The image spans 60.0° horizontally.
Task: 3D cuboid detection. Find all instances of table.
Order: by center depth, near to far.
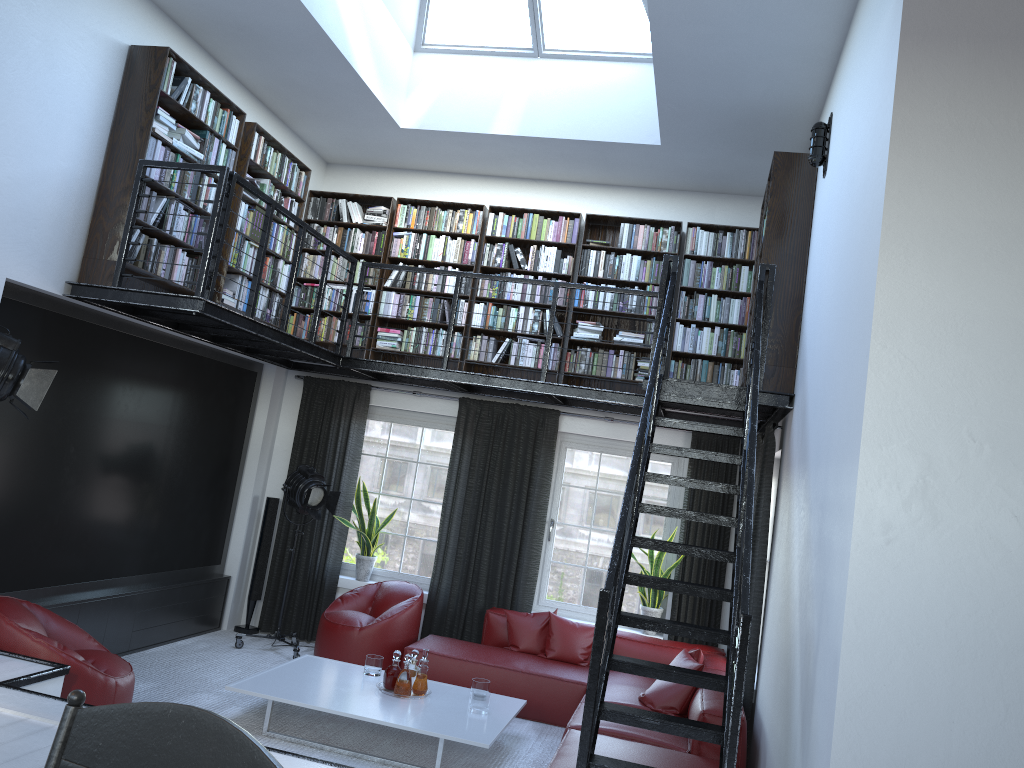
[{"bbox_3d":[-0.836,2.131,5.738,1.667,0.245,1.159,7,-6,13],"label":"table"}]

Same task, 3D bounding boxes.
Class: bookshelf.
[{"bbox_3d":[-0.154,-0.953,6.710,4.480,1.624,3.071,7,-6,13],"label":"bookshelf"}]

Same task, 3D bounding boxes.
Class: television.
[{"bbox_3d":[-2.822,0.792,6.521,0.117,2.439,3.333,7,-7,12],"label":"television"}]

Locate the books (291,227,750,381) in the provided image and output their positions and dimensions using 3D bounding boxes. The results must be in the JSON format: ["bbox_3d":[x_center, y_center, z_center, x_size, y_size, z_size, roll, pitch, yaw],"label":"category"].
[{"bbox_3d":[0.123,-0.850,8.043,4.440,1.419,0.225,7,-8,13],"label":"books"}]

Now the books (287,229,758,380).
[{"bbox_3d":[0.011,-0.919,7.577,4.440,1.436,1.278,7,-7,14],"label":"books"}]

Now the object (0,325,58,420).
[{"bbox_3d":[-2.547,0.491,4.132,0.542,1.586,0.610,14,-9,-33],"label":"object"}]

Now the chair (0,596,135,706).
[{"bbox_3d":[-2.468,1.550,4.792,0.829,0.715,0.827,10,-7,-8],"label":"chair"}]

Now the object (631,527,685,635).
[{"bbox_3d":[1.139,1.628,7.429,0.553,0.944,0.523,8,-7,1],"label":"object"}]

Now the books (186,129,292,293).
[{"bbox_3d":[-0.189,-0.905,6.600,4.340,1.145,1.589,7,-7,12],"label":"books"}]

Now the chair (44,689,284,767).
[{"bbox_3d":[-0.494,0.766,0.616,0.497,0.969,0.500,3,-9,36],"label":"chair"}]

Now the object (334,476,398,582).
[{"bbox_3d":[-1.439,1.296,8.039,0.554,0.944,0.522,5,-8,23],"label":"object"}]

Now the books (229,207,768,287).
[{"bbox_3d":[-0.095,-1.002,6.841,4.388,1.411,1.163,7,-7,13],"label":"books"}]

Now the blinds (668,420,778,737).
[{"bbox_3d":[1.724,1.511,6.678,0.527,2.391,1.742,9,-7,-5],"label":"blinds"}]

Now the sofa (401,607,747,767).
[{"bbox_3d":[0.242,2.121,5.929,2.544,0.659,3.261,7,-6,12],"label":"sofa"}]

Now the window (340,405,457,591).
[{"bbox_3d":[-1.087,1.040,8.273,1.168,1.613,0.132,7,-8,13],"label":"window"}]

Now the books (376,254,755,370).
[{"bbox_3d":[0.464,-0.653,7.952,3.395,1.128,0.239,7,-8,13],"label":"books"}]

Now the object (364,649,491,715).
[{"bbox_3d":[-0.585,1.916,5.921,1.010,0.296,0.509,7,-7,16],"label":"object"}]

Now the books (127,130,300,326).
[{"bbox_3d":[-0.219,-1.073,6.324,4.381,1.415,2.192,7,-7,12],"label":"books"}]

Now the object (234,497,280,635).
[{"bbox_3d":[-2.312,1.647,8.098,0.158,1.227,0.156,4,-9,28],"label":"object"}]

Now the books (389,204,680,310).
[{"bbox_3d":[0.164,-1.130,8.092,2.639,0.832,0.212,7,-8,13],"label":"books"}]

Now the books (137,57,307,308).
[{"bbox_3d":[-2.250,-1.351,6.762,0.315,1.429,2.194,7,-7,13],"label":"books"}]

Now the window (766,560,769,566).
[{"bbox_3d":[1.969,1.329,6.517,0.133,1.613,1.160,7,-7,12],"label":"window"}]

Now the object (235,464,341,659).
[{"bbox_3d":[-0.773,1.654,7.632,2.904,1.586,0.750,9,-8,-3],"label":"object"}]

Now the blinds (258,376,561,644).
[{"bbox_3d":[-0.956,1.238,7.993,2.511,2.397,0.124,7,-8,13],"label":"blinds"}]

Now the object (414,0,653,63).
[{"bbox_3d":[0.160,-3.128,6.958,2.224,0.636,1.178,7,-6,13],"label":"object"}]

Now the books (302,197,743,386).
[{"bbox_3d":[0.120,-0.839,8.038,4.446,1.403,0.240,7,-8,13],"label":"books"}]

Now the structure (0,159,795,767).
[{"bbox_3d":[-0.560,0.585,5.743,4.493,3.370,4.589,7,-7,13],"label":"structure"}]

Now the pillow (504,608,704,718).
[{"bbox_3d":[0.869,2.062,6.763,0.979,0.403,1.956,13,-7,-35],"label":"pillow"}]

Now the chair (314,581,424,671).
[{"bbox_3d":[-1.190,2.013,7.408,0.827,0.715,0.829,12,-7,-26],"label":"chair"}]

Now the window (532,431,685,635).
[{"bbox_3d":[0.856,1.293,7.831,1.168,1.613,0.132,7,-8,13],"label":"window"}]
